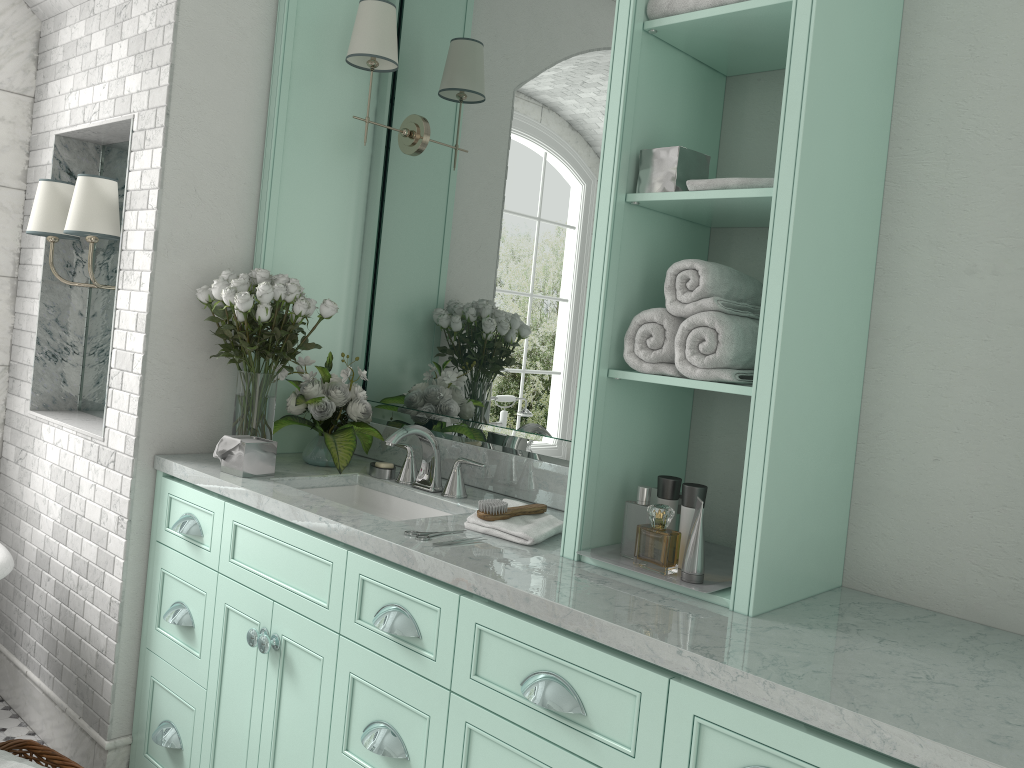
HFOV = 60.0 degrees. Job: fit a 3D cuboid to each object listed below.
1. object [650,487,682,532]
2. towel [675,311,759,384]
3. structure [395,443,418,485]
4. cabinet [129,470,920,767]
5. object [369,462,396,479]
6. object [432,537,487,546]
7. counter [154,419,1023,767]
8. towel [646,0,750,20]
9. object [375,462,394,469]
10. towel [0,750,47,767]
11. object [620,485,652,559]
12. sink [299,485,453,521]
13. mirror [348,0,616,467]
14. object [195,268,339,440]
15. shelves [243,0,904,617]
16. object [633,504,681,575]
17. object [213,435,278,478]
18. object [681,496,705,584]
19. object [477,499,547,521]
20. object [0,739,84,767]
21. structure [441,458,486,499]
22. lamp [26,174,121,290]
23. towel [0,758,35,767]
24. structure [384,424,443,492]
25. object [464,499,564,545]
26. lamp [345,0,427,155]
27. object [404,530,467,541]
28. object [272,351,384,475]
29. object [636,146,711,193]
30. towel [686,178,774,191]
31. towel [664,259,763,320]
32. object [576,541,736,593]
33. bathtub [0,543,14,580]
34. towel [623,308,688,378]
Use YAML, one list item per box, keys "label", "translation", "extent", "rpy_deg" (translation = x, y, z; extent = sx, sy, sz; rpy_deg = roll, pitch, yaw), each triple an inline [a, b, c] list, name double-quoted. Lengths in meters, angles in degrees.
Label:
- label: "object"
  translation: [0.380, 0.335, 2.159]
  extent: [0.035, 0.151, 0.093]
  rpy_deg: [5, 2, -45]
- label: "towel"
  translation: [0.509, -0.080, 2.022]
  extent: [0.161, 0.159, 0.304]
  rpy_deg: [8, 3, 43]
- label: "structure"
  translation: [-0.364, 0.254, 2.885]
  extent: [0.157, 0.121, 0.083]
  rpy_deg: [7, 2, 27]
- label: "cabinet"
  translation: [0.056, 0.986, 2.247]
  extent: [2.805, 1.097, 0.861]
  rpy_deg: [8, 3, 43]
- label: "object"
  translation: [-0.431, 0.287, 2.946]
  extent: [0.079, 0.035, 0.134]
  rpy_deg: [4, 4, -29]
- label: "object"
  translation: [-0.127, 0.378, 2.132]
  extent: [0.167, 0.005, 0.020]
  rpy_deg: [3, 4, -43]
- label: "counter"
  translation: [0.133, 0.355, 2.253]
  extent: [2.814, 0.181, 0.822]
  rpy_deg: [9, 4, 43]
- label: "towel"
  translation: [0.620, -0.855, 2.118]
  extent: [0.401, 0.068, 0.493]
  rpy_deg: [9, 4, 43]
- label: "object"
  translation: [-0.421, 0.268, 2.928]
  extent: [0.051, 0.022, 0.077]
  rpy_deg: [4, 3, -27]
- label: "towel"
  translation: [-1.405, 1.173, 2.559]
  extent: [0.313, 0.186, 0.164]
  rpy_deg: [6, 2, 13]
- label: "object"
  translation: [0.301, 0.324, 2.069]
  extent: [0.093, 0.170, 0.035]
  rpy_deg: [7, 2, 42]
- label: "sink"
  translation: [-0.416, 0.396, 2.628]
  extent: [0.604, 0.079, 0.346]
  rpy_deg: [9, 4, 43]
- label: "mirror"
  translation: [-0.011, -0.758, 2.888]
  extent: [1.439, 1.932, 0.015]
  rpy_deg: [7, 2, 43]
- label: "object"
  translation: [-0.833, -0.053, 2.916]
  extent: [0.391, 0.653, 0.357]
  rpy_deg: [5, 2, -36]
- label: "shelves"
  translation: [0.313, -0.651, 2.314]
  extent: [2.816, 2.122, 0.464]
  rpy_deg: [8, 2, 43]
- label: "object"
  translation: [0.328, 0.343, 1.986]
  extent: [0.063, 0.147, 0.093]
  rpy_deg: [5, 2, -42]
- label: "object"
  translation: [-0.832, 0.220, 2.745]
  extent: [0.136, 0.113, 0.146]
  rpy_deg: [8, 3, 38]
- label: "object"
  translation: [0.399, 0.338, 1.918]
  extent: [0.050, 0.179, 0.049]
  rpy_deg: [7, 1, 45]
- label: "object"
  translation: [0.007, 0.332, 2.361]
  extent: [0.228, 0.044, 0.068]
  rpy_deg: [3, 4, -38]
- label: "object"
  translation: [-1.405, 1.249, 2.505]
  extent: [0.551, 0.261, 0.345]
  rpy_deg: [8, 3, 33]
- label: "structure"
  translation: [-0.139, 0.287, 2.703]
  extent: [0.157, 0.121, 0.083]
  rpy_deg: [7, 2, 27]
- label: "lamp"
  translation: [-1.553, -0.548, 3.261]
  extent: [0.549, 0.383, 0.308]
  rpy_deg: [8, 3, 43]
- label: "towel"
  translation: [-1.384, 1.136, 2.417]
  extent: [0.321, 0.211, 0.149]
  rpy_deg: [7, 2, 25]
- label: "structure"
  translation: [-0.292, 0.228, 2.726]
  extent: [0.103, 0.205, 0.234]
  rpy_deg: [7, 2, 32]
- label: "object"
  translation: [0.004, 0.362, 2.340]
  extent: [0.317, 0.056, 0.239]
  rpy_deg: [8, 4, 39]
- label: "lamp"
  translation: [-0.447, -1.068, 3.117]
  extent: [0.183, 0.487, 0.308]
  rpy_deg: [7, 2, 42]
- label: "object"
  translation: [-0.194, 0.368, 2.204]
  extent: [0.075, 0.007, 0.175]
  rpy_deg: [8, 4, 34]
- label: "object"
  translation: [-0.621, 0.084, 3.063]
  extent: [0.453, 0.402, 0.393]
  rpy_deg: [8, 3, 44]
- label: "object"
  translation: [0.378, -0.489, 2.079]
  extent: [0.122, 0.105, 0.118]
  rpy_deg: [4, 3, -42]
- label: "towel"
  translation: [0.572, -0.432, 2.005]
  extent: [0.240, 0.056, 0.316]
  rpy_deg: [8, 4, 39]
- label: "towel"
  translation: [0.489, -0.211, 2.074]
  extent: [0.169, 0.142, 0.298]
  rpy_deg: [8, 3, 43]
- label: "object"
  translation: [0.417, 0.417, 2.086]
  extent: [0.351, 0.008, 0.437]
  rpy_deg: [9, 4, 43]
- label: "bathtub"
  translation: [-2.554, 0.892, 2.337]
  extent: [0.944, 0.757, 2.162]
  rpy_deg: [8, 4, 43]
- label: "towel"
  translation: [0.410, -0.096, 2.118]
  extent: [0.153, 0.163, 0.310]
  rpy_deg: [8, 3, 43]
